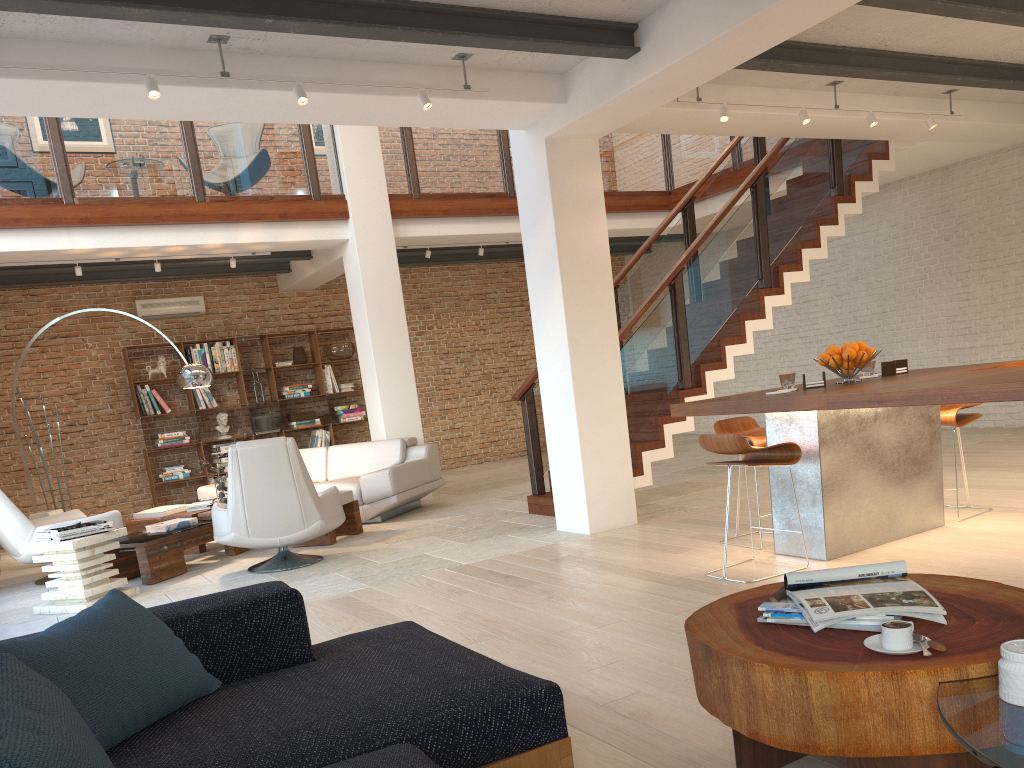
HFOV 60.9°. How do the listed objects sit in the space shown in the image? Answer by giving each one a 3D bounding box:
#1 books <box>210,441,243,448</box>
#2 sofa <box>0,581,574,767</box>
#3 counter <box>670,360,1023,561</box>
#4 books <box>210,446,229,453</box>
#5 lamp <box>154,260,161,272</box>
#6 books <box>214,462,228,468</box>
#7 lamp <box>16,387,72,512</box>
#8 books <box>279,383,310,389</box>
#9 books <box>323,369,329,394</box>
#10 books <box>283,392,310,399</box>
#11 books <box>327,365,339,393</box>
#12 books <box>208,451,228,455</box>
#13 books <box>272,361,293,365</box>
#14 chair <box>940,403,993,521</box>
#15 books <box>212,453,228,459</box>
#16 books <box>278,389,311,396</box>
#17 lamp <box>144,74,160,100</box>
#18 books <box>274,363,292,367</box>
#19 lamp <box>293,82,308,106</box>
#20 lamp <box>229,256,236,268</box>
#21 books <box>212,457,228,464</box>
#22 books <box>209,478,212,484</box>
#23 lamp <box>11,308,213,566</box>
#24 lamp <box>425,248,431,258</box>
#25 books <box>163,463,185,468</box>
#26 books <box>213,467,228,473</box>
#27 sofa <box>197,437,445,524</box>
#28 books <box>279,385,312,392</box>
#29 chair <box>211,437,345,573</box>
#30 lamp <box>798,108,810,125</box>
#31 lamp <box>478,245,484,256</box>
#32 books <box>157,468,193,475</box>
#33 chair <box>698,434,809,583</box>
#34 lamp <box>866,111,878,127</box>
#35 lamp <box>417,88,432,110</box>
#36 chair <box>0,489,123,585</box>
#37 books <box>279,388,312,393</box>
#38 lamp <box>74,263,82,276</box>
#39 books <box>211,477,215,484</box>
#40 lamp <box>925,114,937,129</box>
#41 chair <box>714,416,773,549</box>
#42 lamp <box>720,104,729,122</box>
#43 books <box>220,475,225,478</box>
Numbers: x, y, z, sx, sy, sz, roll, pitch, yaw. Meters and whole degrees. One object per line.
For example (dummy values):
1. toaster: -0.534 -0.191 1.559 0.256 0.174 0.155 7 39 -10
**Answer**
1. books: -3.724 0.789 11.370 0.374 0.037 0.243 -8 0 -29
2. sofa: 0.227 0.818 1.243 2.050 0.673 3.939 -8 1 -30
3. counter: 2.318 0.410 4.466 1.662 0.938 2.489 -9 2 -30
4. books: -3.716 0.840 11.385 0.373 0.066 0.244 -8 1 -35
5. lamp: -3.642 -1.210 8.957 0.060 0.132 0.085 -12 8 -27
6. books: -3.697 1.043 11.415 0.357 0.056 0.281 -8 1 -27
7. lamp: -5.199 0.934 9.796 0.200 1.861 0.405 -1 11 31
8. books: -2.928 0.030 11.735 0.350 0.021 0.271 -8 0 -31
9. books: -2.587 -0.023 11.910 0.054 0.337 0.253 -13 8 -30
10. books: -2.902 0.159 11.753 0.323 0.056 0.253 -8 1 -19
11. books: -2.489 -0.064 11.985 0.100 0.392 0.242 -13 9 -30
12. books: -3.709 0.883 11.373 0.438 0.021 0.271 -8 0 -29
13. books: -3.055 -0.274 11.568 0.232 0.019 0.171 -8 0 -36
14. chair: 2.719 0.433 5.444 0.416 0.792 0.401 -12 9 -29
15. books: -3.712 0.922 11.361 0.321 0.056 0.255 -8 1 -34
16. books: -2.930 0.115 11.742 0.374 0.037 0.243 -8 0 -29
17. lamp: -1.759 -1.455 4.255 0.060 0.123 0.085 -12 8 -27
18. books: -3.044 -0.249 11.570 0.203 0.034 0.132 -8 1 -29
19. lamp: -1.118 -1.534 4.606 0.060 0.132 0.085 -12 8 -27
20. lamp: -2.986 -1.303 9.326 0.060 0.118 0.093 -11 7 -23
21. books: -3.687 0.981 11.395 0.372 0.066 0.245 -8 1 -42
22. books: -3.914 1.407 11.321 0.036 0.392 0.242 -13 9 -30
23. lamp: -3.733 0.474 8.292 2.038 2.404 0.309 -7 10 8
24. lamp: -1.002 -1.557 10.398 0.086 0.132 0.057 -3 9 30
25. books: -4.299 1.032 11.074 0.248 0.017 0.162 -8 0 -29
26. books: -3.679 1.102 11.409 0.373 0.066 0.244 -8 1 -35
27. sofa: -1.995 1.052 9.119 2.343 0.773 1.116 -7 3 21
28. books: -2.913 0.057 11.724 0.373 0.037 0.244 -8 0 -35
29. chair: -1.803 0.908 6.622 1.021 1.038 0.957 -9 6 -13
30. lamp: 2.141 -1.963 6.389 0.060 0.132 0.085 -12 8 -27
31. lamp: -0.382 -1.638 10.740 0.060 0.132 0.085 -12 8 -27
32. books: -4.286 1.110 11.079 0.373 0.018 0.244 -8 0 -36
33. chair: 1.254 0.626 4.643 0.416 0.792 0.401 -12 9 -29
34. lamp: 2.781 -2.047 6.739 0.060 0.132 0.085 -12 8 -27
35. lamp: -0.499 -1.616 4.947 0.086 0.132 0.057 -3 9 30
36. chair: -3.992 1.194 7.433 1.029 1.020 0.961 -2 7 45
37. books: -2.915 0.085 11.736 0.373 0.018 0.244 -8 0 -36
38. lamp: -4.282 -1.129 8.606 0.060 0.123 0.085 -12 8 -27
39. books: -3.890 1.404 11.352 0.036 0.392 0.242 -13 9 -30
40. lamp: 3.401 -2.129 7.081 0.086 0.132 0.057 -3 9 30
41. chair: 1.509 0.591 5.393 0.398 0.792 0.418 -12 9 -29
42. lamp: 1.466 -1.874 6.028 0.060 0.132 0.084 -4 8 21
43. books: -3.752 1.384 11.436 0.078 0.393 0.242 -13 9 -30
